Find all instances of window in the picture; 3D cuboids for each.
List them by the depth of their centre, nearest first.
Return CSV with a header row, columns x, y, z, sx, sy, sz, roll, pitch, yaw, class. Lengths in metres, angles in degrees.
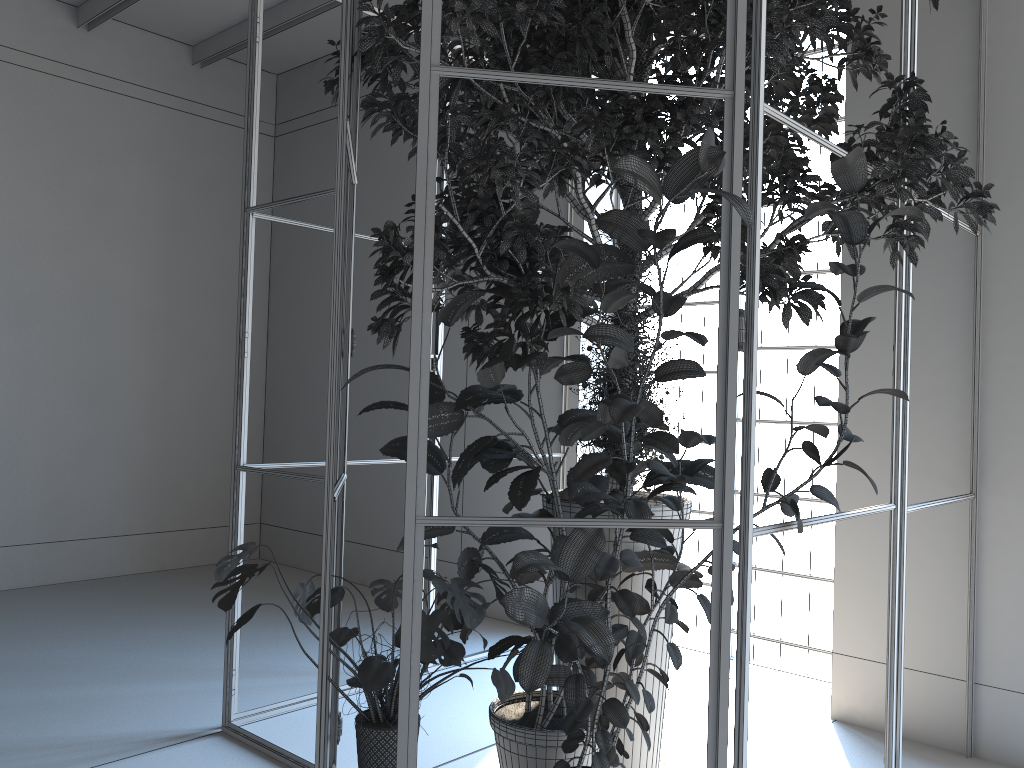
x,y,z,sx,sy,sz,roll,pitch,yaw,class
4.291,-0.225,2.576,9.755,3.834,0.070,1,-2,42,window

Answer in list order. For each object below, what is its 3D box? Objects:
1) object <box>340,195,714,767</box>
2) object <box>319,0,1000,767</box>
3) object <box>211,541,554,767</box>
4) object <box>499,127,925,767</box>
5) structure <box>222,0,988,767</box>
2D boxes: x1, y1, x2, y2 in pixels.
x,y,z,sx,sy,sz,roll,pitch,yaw,class
0.020,0.436,3.196,1.270,2.157,0.868,2,-1,-17,object
0.491,-0.527,3.309,2.486,4.154,2.243,2,-1,14,object
-0.411,1.016,2.925,0.920,1.001,1.125,1,-2,39,object
0.357,0.444,2.633,1.253,2.183,1.309,3,-1,-37,object
0.255,-0.142,3.699,2.452,3.454,2.994,1,-2,42,structure
